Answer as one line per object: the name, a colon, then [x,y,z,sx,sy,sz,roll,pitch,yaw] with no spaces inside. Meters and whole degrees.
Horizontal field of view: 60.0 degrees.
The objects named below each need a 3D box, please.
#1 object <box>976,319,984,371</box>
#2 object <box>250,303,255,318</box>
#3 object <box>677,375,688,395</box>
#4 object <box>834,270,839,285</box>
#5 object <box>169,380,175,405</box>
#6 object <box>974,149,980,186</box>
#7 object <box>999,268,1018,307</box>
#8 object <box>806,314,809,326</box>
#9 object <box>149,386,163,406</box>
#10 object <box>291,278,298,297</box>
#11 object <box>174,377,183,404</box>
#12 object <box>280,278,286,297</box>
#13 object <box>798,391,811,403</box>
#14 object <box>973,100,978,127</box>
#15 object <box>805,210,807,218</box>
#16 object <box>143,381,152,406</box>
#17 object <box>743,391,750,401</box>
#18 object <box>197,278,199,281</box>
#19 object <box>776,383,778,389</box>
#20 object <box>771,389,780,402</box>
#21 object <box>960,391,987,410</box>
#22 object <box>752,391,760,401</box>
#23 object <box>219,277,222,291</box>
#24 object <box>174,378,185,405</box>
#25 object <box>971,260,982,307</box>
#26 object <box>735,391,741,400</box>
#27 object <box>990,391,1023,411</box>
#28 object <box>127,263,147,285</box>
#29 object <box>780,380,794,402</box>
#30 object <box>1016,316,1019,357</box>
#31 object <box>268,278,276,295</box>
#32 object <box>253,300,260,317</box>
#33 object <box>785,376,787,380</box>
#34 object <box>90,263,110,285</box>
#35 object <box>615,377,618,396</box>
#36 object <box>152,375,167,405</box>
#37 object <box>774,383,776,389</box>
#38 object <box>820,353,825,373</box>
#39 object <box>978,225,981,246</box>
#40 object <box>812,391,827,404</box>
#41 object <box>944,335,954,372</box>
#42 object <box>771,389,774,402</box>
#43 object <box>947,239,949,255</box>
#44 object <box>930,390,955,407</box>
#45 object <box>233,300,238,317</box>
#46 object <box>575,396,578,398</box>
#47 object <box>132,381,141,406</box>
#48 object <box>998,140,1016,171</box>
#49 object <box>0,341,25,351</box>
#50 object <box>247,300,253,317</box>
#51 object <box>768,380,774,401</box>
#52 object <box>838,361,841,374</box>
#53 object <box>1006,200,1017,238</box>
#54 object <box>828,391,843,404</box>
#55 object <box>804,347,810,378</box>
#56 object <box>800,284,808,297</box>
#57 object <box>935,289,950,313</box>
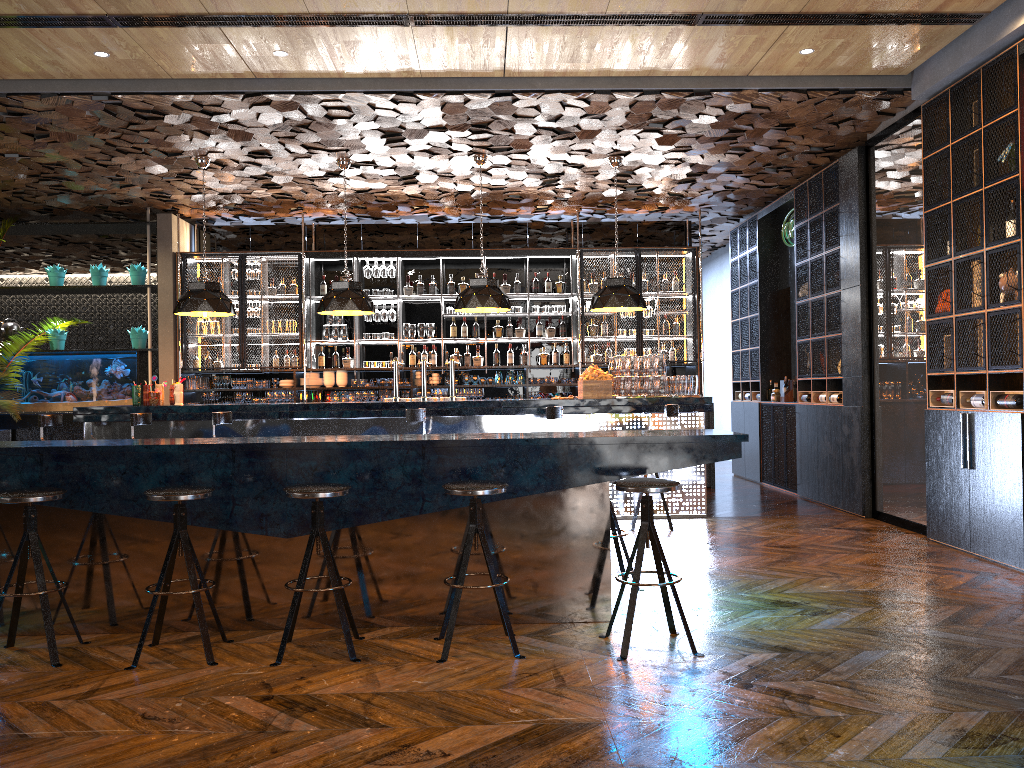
object: [3.571,-0.297,6.530,0.139,0.396,0.281,-1,0,-4]
object: [-3.402,-0.975,11.625,0.081,0.213,0.081,-1,0,4]
object: [1.673,0.021,8.716,0.105,0.209,0.105,-1,0,-27]
object: [3.427,-1.069,9.051,0.266,0.239,0.265,-1,0,-23]
object: [-3.363,0.082,8.812,0.080,0.254,0.091,-1,0,0]
object: [3.524,-1.571,6.527,0.119,0.352,0.222,-1,0,-2]
object: [3.442,-0.667,6.097,0.164,0.266,0.237,-1,-1,-30]
object: [3.400,-0.687,9.918,0.167,0.356,0.255,-1,0,3]
object: [-3.441,0.113,8.555,0.110,0.191,0.131,-1,0,10]
object: [-2.847,-1.265,11.580,0.073,0.246,0.072,-1,0,13]
object: [-3.273,0.068,8.701,0.080,0.277,0.091,-1,-1,31]
object: [-2.992,-1.263,11.576,0.073,0.246,0.072,-1,0,-17]
object: [3.323,0.146,9.882,0.122,0.133,0.396,-1,0,-2]
object: [3.570,-1.980,6.526,0.152,0.297,0.361,-1,0,-4]
object: [3.389,-1.930,9.900,0.126,0.249,0.253,-1,-1,-32]
object: [-3.573,0.089,8.698,0.078,0.246,0.084,-1,0,-3]
object: [3.271,0.162,12.097,0.123,0.132,0.396,-1,0,-2]
object: [-4.099,-1.259,11.569,0.075,0.260,0.075,-1,-1,-43]
object: [3.392,0.104,11.338,0.065,0.237,0.065,0,-1,-43]
object: [3.293,0.144,11.033,0.106,0.164,0.106,-1,0,-12]
object: [3.431,0.116,6.494,0.122,0.132,0.396,-1,0,3]
object: [3.277,0.159,11.671,0.122,0.132,0.396,-1,0,-2]
object: [-3.807,-1.264,11.554,0.075,0.261,0.075,-1,-1,-43]
object: [-3.216,0.073,8.575,0.081,0.264,0.099,-1,0,19]
object: [3.580,-0.730,6.564,0.162,0.396,0.304,-1,0,-27]
object: [3.263,0.164,12.525,0.122,0.132,0.396,-1,0,0]
object: [3.479,0.113,6.077,0.126,0.132,0.396,-1,0,-13]
object: [-4.826,-1.403,11.438,0.265,0.325,0.245,-1,0,-8]
object: [3.352,0.087,10.817,0.116,0.264,0.144,-1,0,-2]
object: [3.621,-0.301,6.078,0.136,0.396,0.276,-1,0,-11]
object: [-3.130,-1.259,11.573,0.108,0.244,0.108,-1,0,-13]
object: [-3.307,-0.978,11.484,0.081,0.213,0.081,-1,0,4]
object: [3.427,0.060,11.088,0.086,0.313,0.086,-1,-1,42]
object: [-5.310,-1.396,11.426,0.255,0.325,0.244,-1,0,25]
object: [1.086,0.030,8.884,0.105,0.209,0.105,-1,0,23]
object: [-3.489,0.062,8.782,0.116,0.298,0.105,-1,0,29]
object: [3.346,0.104,11.265,0.065,0.237,0.065,-1,-1,-33]
object: [3.384,-0.211,9.491,0.131,0.280,0.208,-1,0,-20]
object: [3.524,-1.067,6.505,0.182,0.187,0.187,-1,-1,33]
object: [3.334,0.143,9.456,0.122,0.132,0.396,-1,0,-2]
object: [3.571,-0.244,6.946,0.152,0.297,0.361,-1,0,-11]
object: [3.371,0.144,11.164,0.228,0.164,0.117,-1,0,0]
object: [3.479,-1.113,6.988,0.088,0.306,0.088,-1,0,7]
object: [3.415,0.112,6.927,0.122,0.132,0.396,-1,0,1]
object: [-3.580,-0.973,11.476,0.081,0.213,0.081,-1,0,4]
object: [0.811,0.134,9.229,0.273,0.019,0.437,-1,0,-2]
object: [-3.623,0.093,8.551,0.086,0.237,0.084,-1,0,17]
object: [3.488,-1.549,6.114,0.165,0.294,0.229,-1,-1,-33]
object: [-6.518,-0.480,11.445,0.320,0.135,0.250,-1,0,-2]
object: [-3.398,-0.976,11.481,0.081,0.213,0.081,-1,0,4]
object: [3.334,0.088,11.419,0.080,0.279,0.080,0,-1,-43]
object: [3.442,-0.228,9.030,0.164,0.303,0.341,-1,0,3]
object: [3.493,-1.125,6.183,0.086,0.313,0.086,-1,-1,42]
object: [3.347,0.138,9.024,0.123,0.132,0.396,-1,0,-1]
object: [3.402,-0.245,9.919,0.175,0.351,0.369,-1,0,3]
object: [3.391,-1.048,9.910,0.192,0.221,0.403,-1,-1,-32]
object: [3.417,-0.638,6.953,0.138,0.222,0.278,-1,0,-2]
